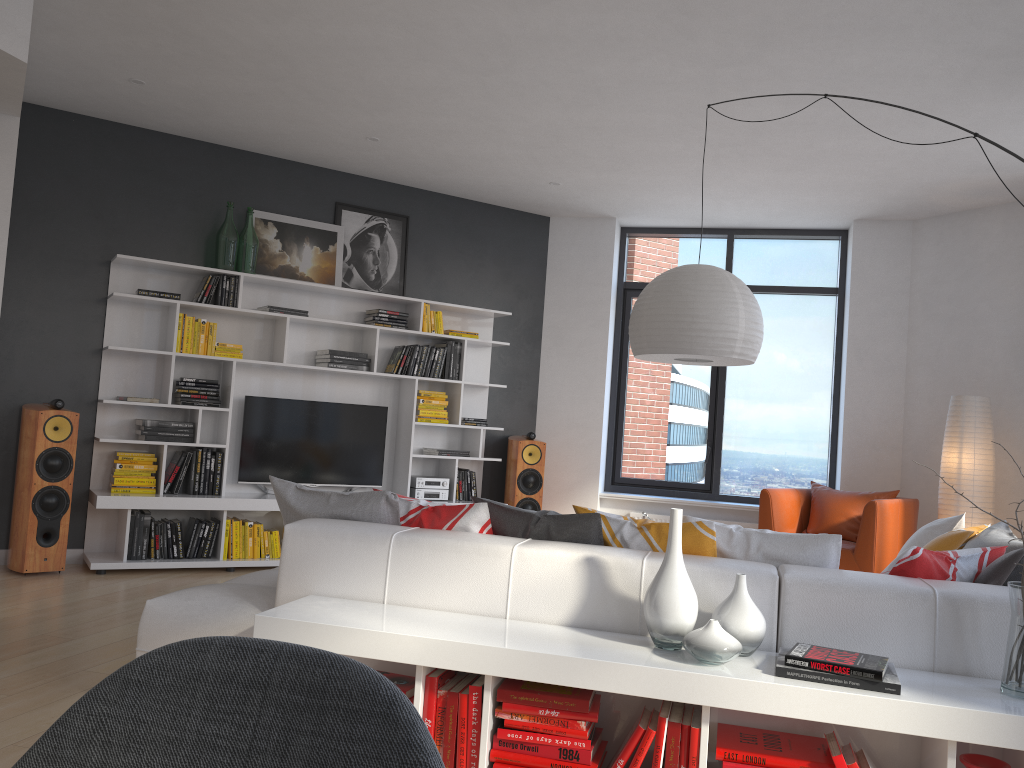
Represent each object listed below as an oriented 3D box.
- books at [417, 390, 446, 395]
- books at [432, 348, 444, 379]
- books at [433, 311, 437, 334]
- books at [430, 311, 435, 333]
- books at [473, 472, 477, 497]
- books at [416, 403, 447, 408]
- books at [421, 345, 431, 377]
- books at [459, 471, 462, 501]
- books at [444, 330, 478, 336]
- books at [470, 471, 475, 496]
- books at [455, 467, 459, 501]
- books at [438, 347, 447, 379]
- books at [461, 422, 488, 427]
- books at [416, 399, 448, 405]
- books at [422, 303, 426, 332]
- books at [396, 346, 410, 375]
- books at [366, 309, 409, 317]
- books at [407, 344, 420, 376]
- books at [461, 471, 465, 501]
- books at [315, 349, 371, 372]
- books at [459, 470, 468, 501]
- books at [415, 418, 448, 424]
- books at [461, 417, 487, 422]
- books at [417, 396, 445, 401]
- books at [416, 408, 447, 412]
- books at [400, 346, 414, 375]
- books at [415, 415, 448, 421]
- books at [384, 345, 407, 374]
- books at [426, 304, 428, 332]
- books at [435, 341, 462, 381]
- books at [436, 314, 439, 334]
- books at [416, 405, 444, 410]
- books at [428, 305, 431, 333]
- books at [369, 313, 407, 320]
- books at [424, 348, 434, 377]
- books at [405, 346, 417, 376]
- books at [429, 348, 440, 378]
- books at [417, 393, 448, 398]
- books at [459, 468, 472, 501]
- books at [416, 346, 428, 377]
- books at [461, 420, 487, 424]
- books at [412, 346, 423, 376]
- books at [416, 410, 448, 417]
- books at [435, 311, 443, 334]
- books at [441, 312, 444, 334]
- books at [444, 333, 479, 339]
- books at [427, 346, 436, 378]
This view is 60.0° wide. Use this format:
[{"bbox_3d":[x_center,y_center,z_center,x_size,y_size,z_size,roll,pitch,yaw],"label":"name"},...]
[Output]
[{"bbox_3d":[-0.668,0.071,7.114,0.223,0.023,0.163,6,-3,-27],"label":"books"},{"bbox_3d":[-0.626,-0.163,7.073,0.084,0.249,0.191,6,-3,-31],"label":"books"},{"bbox_3d":[-0.634,-0.483,7.019,0.044,0.178,0.128,6,-3,-31],"label":"books"},{"bbox_3d":[-0.655,-0.485,7.015,0.054,0.180,0.132,6,-3,-31],"label":"books"},{"bbox_3d":[-0.350,0.829,7.247,0.077,0.233,0.179,6,-3,-31],"label":"books"},{"bbox_3d":[-0.667,0.170,7.091,0.239,0.019,0.171,6,-3,-31],"label":"books"},{"bbox_3d":[-0.721,-0.177,7.020,0.066,0.260,0.197,6,-3,-31],"label":"books"},{"bbox_3d":[-0.458,0.815,7.158,0.053,0.240,0.189,6,-3,-30],"label":"books"},{"bbox_3d":[-0.432,-0.409,7.201,0.257,0.024,0.203,6,-3,-28],"label":"books"},{"bbox_3d":[-0.362,0.822,7.203,0.066,0.242,0.177,6,-3,-31],"label":"books"},{"bbox_3d":[-0.486,0.797,7.146,0.053,0.268,0.202,6,-3,-31],"label":"books"},{"bbox_3d":[-0.598,-0.165,7.091,0.066,0.260,0.197,6,-3,-31],"label":"books"},{"bbox_3d":[-0.328,0.328,7.216,0.213,0.023,0.161,6,-3,-27],"label":"books"},{"bbox_3d":[-0.656,0.146,7.096,0.239,0.033,0.176,6,-3,-28],"label":"books"},{"bbox_3d":[-0.722,-0.517,6.969,0.041,0.229,0.161,6,-3,-32],"label":"books"},{"bbox_3d":[-0.882,-0.180,6.925,0.096,0.234,0.187,6,-3,-30],"label":"books"},{"bbox_3d":[-0.972,-0.545,6.900,0.266,0.030,0.209,6,-4,-37],"label":"books"},{"bbox_3d":[-0.805,-0.183,6.971,0.075,0.254,0.192,6,-3,-32],"label":"books"},{"bbox_3d":[-0.434,0.818,7.165,0.049,0.236,0.170,6,-3,-30],"label":"books"},{"bbox_3d":[-1.282,-0.172,6.718,0.343,0.137,0.277,6,-4,-36],"label":"books"},{"bbox_3d":[-0.411,0.816,7.170,0.050,0.242,0.169,6,-3,-31],"label":"books"},{"bbox_3d":[-0.662,0.295,7.065,0.257,0.028,0.194,5,-3,-26],"label":"books"},{"bbox_3d":[-0.333,0.291,7.233,0.213,0.023,0.161,6,-3,-27],"label":"books"},{"bbox_3d":[-0.660,0.117,7.096,0.227,0.022,0.160,5,-3,-15],"label":"books"},{"bbox_3d":[-0.674,0.208,7.090,0.251,0.014,0.189,6,-3,-28],"label":"books"},{"bbox_3d":[-0.848,-0.178,6.929,0.081,0.233,0.169,6,-3,-32],"label":"books"},{"bbox_3d":[-0.667,0.269,7.072,0.257,0.024,0.203,6,-3,-28],"label":"books"},{"bbox_3d":[-0.909,-0.184,6.903,0.104,0.234,0.182,6,-3,-31],"label":"books"},{"bbox_3d":[-0.713,-0.513,6.997,0.041,0.224,0.163,6,-4,-33],"label":"books"},{"bbox_3d":[-0.527,-0.182,7.166,0.128,0.321,0.259,6,-3,-31],"label":"books"},{"bbox_3d":[-0.613,-0.472,7.018,0.046,0.161,0.108,6,-3,-32],"label":"books"},{"bbox_3d":[-0.670,0.189,7.069,0.217,0.023,0.145,5,-3,-27],"label":"books"},{"bbox_3d":[-0.691,-0.510,7.019,0.054,0.224,0.164,6,-3,-32],"label":"books"},{"bbox_3d":[-0.965,-0.518,6.890,0.246,0.026,0.180,6,-3,-28],"label":"books"},{"bbox_3d":[-0.688,-0.166,7.007,0.069,0.242,0.172,6,-3,-30],"label":"books"},{"bbox_3d":[-0.812,-0.178,6.936,0.069,0.242,0.172,6,-3,-30],"label":"books"},{"bbox_3d":[-0.653,-0.164,7.043,0.071,0.243,0.179,6,-3,-32],"label":"books"},{"bbox_3d":[-0.650,0.095,7.098,0.223,0.023,0.163,6,-3,-27],"label":"books"},{"bbox_3d":[-0.391,0.814,7.195,0.066,0.255,0.193,6,-3,-31],"label":"books"},{"bbox_3d":[-0.750,-0.176,7.002,0.084,0.249,0.191,6,-3,-31],"label":"books"},{"bbox_3d":[-0.329,0.310,7.218,0.198,0.015,0.142,6,-4,-32],"label":"books"},{"bbox_3d":[-0.780,-0.174,6.979,0.068,0.243,0.179,6,-3,-32],"label":"books"},{"bbox_3d":[-0.666,0.236,7.078,0.243,0.042,0.189,6,-3,-31],"label":"books"},{"bbox_3d":[-0.599,-0.482,7.044,0.064,0.184,0.141,6,-3,-30],"label":"books"},{"bbox_3d":[-0.584,-0.480,7.063,0.044,0.184,0.142,6,-3,-30],"label":"books"},{"bbox_3d":[-0.427,-0.384,7.194,0.257,0.028,0.194,5,-3,-26],"label":"books"},{"bbox_3d":[-0.682,-0.171,7.041,0.075,0.254,0.192,6,-3,-32],"label":"books"}]
